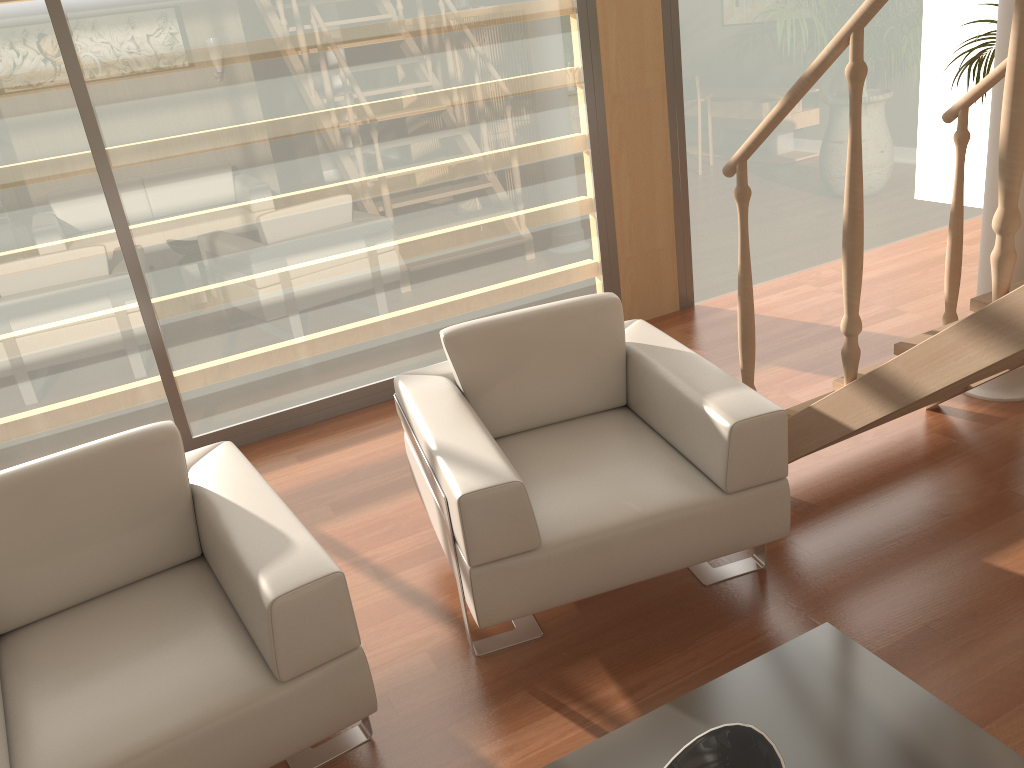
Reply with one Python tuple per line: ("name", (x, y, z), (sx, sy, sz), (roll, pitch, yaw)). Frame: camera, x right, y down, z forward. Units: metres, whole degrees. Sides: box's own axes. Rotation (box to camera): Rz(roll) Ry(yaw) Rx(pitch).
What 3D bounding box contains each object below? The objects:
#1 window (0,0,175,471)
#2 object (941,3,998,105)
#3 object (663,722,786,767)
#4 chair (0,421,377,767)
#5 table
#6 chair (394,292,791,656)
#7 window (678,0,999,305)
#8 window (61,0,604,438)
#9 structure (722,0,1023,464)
("window", (-2.551, -0.884, 2.812), (2.095, 3.100, 0.020), (-18, 25, -22))
("object", (3.412, -1.641, 4.465), (2.157, 2.304, 2.109), (-21, 26, -29))
("object", (0.323, 0.700, 1.430), (0.223, 0.125, 0.317), (9, 28, 34))
("chair", (-0.927, 0.591, 2.092), (0.900, 0.740, 0.905), (-20, 25, -27))
("table", (0.301, 0.927, 1.442), (1.260, 0.293, 0.700), (-18, 25, -22))
("chair", (0.186, 0.201, 2.641), (0.900, 0.740, 0.905), (-14, 23, -13))
("window", (2.146, -3.100, 4.542), (3.340, 5.200, 0.020), (-18, 25, -22))
("window", (-0.645, -1.483, 3.594), (2.095, 3.100, 0.020), (-18, 25, -22))
("structure", (1.653, -0.969, 1.238), (1.000, 3.578, 3.150), (-18, 25, -22))
